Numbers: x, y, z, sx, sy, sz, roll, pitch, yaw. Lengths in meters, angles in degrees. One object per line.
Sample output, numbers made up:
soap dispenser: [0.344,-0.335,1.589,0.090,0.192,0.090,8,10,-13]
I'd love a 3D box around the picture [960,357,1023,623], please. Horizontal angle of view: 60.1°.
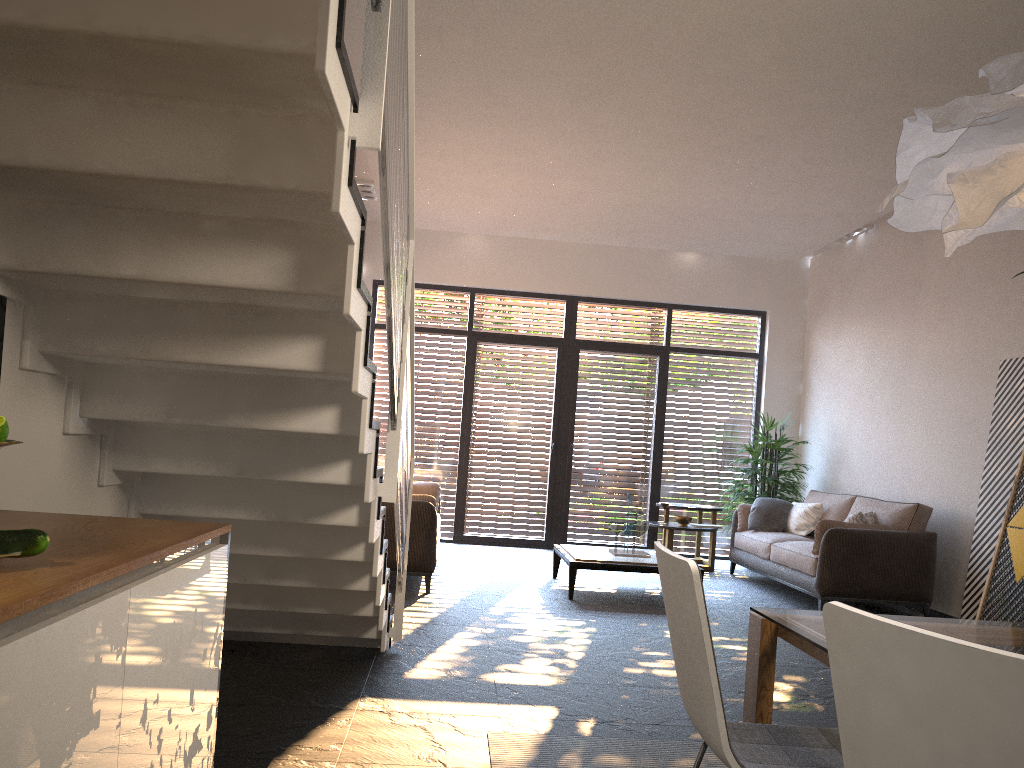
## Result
picture: [3.459,0.792,6.006,0.207,2.016,0.959,4,-2,-4]

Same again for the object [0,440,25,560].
object: [-0.930,0.069,1.388,0.352,0.425,0.352,4,-2,-10]

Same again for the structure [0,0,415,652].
structure: [1.089,-2.899,0.772,4.235,8.298,8.474,4,-3,-4]

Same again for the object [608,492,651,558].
object: [0.554,-1.152,3.167,0.365,4.467,8.929,4,-3,8]

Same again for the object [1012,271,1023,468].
object: [3.231,0.058,4.163,0.909,3.196,2.011,5,-2,-26]

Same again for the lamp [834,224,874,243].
lamp: [3.389,-1.545,8.964,0.253,0.066,0.646,4,-4,-4]

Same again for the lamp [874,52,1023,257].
lamp: [1.480,-2.691,1.797,1.117,5.206,1.063,4,-1,7]

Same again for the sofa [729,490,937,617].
sofa: [2.780,1.434,7.940,0.993,0.918,2.325,4,-4,-4]

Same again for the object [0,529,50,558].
object: [-0.857,0.247,1.385,0.239,0.048,0.061,6,-3,-23]

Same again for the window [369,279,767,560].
window: [0.584,0.416,10.297,4.943,3.025,0.460,4,-1,-4]

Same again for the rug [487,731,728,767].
rug: [1.208,1.339,1.733,2.371,0.006,3.693,4,-4,-4]

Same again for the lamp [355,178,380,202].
lamp: [-1.416,-1.902,8.642,0.253,0.066,0.646,4,-4,-4]

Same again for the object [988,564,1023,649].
object: [1.279,0.465,1.743,0.532,0.367,0.669,4,-3,-8]

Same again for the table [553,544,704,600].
table: [0.916,1.567,7.348,1.049,0.306,1.118,4,-4,-4]

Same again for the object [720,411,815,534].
object: [2.733,1.144,9.568,0.981,1.721,0.912,5,-2,-38]

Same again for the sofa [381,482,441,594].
sofa: [-1.114,1.145,7.679,0.993,0.918,2.325,4,-4,-4]

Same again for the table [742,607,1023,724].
table: [1.229,0.985,1.722,0.997,0.713,1.803,4,-4,-4]

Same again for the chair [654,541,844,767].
chair: [0.625,0.867,2.081,0.601,0.918,0.476,4,-2,-1]

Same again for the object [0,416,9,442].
object: [-0.846,0.077,1.432,0.060,0.054,0.059,2,-3,30]

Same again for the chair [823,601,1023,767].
chair: [0.817,0.828,1.344,0.602,0.918,0.475,5,-2,-18]

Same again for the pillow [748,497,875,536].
pillow: [2.664,1.242,7.971,0.618,0.342,1.896,4,-4,-3]

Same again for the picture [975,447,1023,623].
picture: [3.362,0.943,5.235,0.386,1.603,1.500,4,-2,-4]

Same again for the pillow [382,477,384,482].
pillow: [-1.319,1.044,8.163,0.954,0.707,1.021,3,-3,20]
